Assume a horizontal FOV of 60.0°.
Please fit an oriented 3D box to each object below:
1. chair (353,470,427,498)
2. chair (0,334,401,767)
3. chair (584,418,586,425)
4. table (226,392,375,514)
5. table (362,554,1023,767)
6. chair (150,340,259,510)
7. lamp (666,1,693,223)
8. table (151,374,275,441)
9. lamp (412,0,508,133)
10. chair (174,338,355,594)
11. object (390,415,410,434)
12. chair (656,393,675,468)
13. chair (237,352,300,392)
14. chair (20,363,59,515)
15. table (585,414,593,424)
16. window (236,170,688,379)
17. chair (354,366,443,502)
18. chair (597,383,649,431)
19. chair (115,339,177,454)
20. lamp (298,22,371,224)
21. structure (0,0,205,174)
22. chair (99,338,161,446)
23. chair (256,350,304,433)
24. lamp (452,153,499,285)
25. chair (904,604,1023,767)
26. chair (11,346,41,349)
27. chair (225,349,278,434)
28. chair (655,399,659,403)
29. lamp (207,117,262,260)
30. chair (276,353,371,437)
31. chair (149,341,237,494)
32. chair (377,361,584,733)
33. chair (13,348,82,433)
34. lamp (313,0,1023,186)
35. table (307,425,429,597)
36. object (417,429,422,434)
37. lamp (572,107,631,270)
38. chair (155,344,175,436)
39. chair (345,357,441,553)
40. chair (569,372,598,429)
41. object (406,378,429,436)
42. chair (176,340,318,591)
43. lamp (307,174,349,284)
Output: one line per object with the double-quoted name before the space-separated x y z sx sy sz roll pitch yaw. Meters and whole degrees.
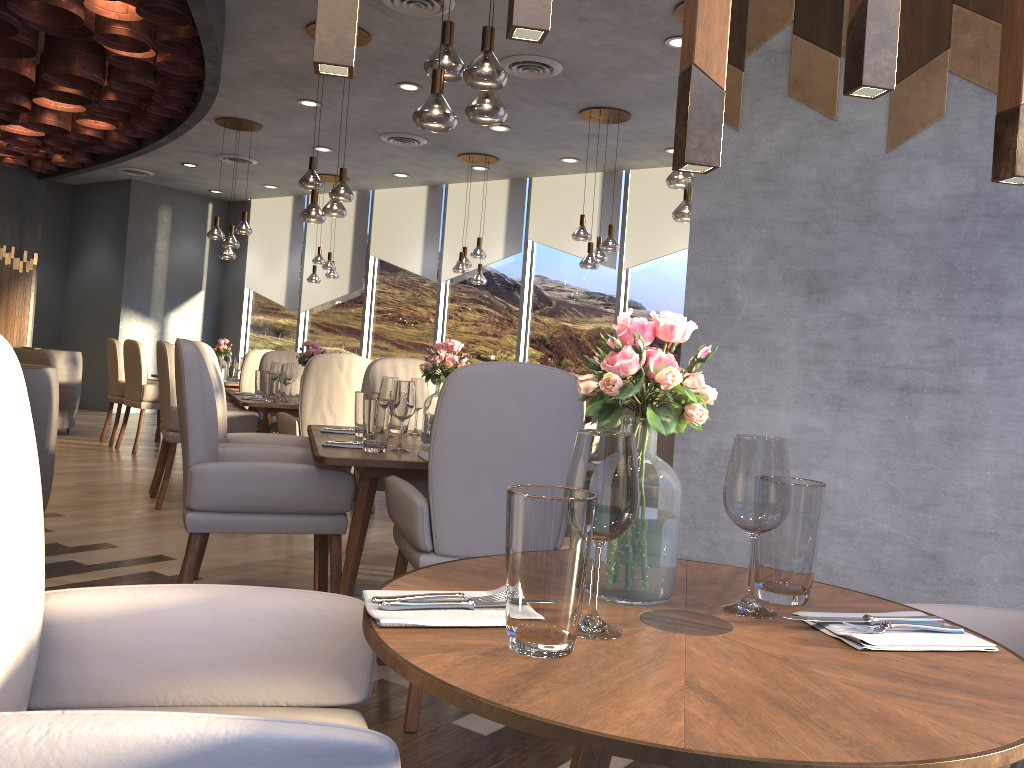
"chair" -0.908 0.309 6.549 0.599 1.001 0.528 5 -1 -24
"chair" -0.449 0.426 1.055 0.599 1.001 0.528 4 -1 -12
"chair" 0.737 0.410 8.023 0.528 1.001 0.599 4 -1 16
"table" -1.429 0.444 6.037 0.964 0.666 1.308 4 0 -22
"table" 0.202 0.641 1.152 0.834 0.662 0.833 4 0 26
"chair" -1.929 0.248 5.546 0.599 1.001 0.528 5 -1 -26
"lamp" 1.138 -1.557 5.264 0.440 1.327 0.439 4 -1 42
"table" -2.892 0.295 8.695 0.963 0.666 1.308 4 0 -38
"lamp" -0.150 -1.626 3.455 0.439 1.327 0.439 4 -1 20
"chair" -0.868 0.365 3.020 0.599 1.001 0.528 4 -1 -19
"object" -0.488 0.124 3.867 0.102 0.178 0.102 4 -1 16
"chair" 0.394 0.455 3.334 0.599 1.001 0.528 4 -1 -12
"chair" -2.545 0.145 9.332 0.599 1.001 0.529 5 -1 -41
"chair" -2.290 0.327 3.792 0.594 0.838 0.775 5 0 -35
"table" 0.548 0.572 7.461 0.833 0.662 0.834 4 0 -5
"window" 1.365 -0.863 5.933 8.056 3.200 16.125 4 1 -10
"chair" -0.706 0.332 6.020 0.599 1.001 0.528 4 -1 -19
"chair" 0.261 0.437 3.884 0.599 1.001 0.528 4 -1 -17
"chair" -3.232 0.113 8.074 0.599 1.001 0.529 5 -1 -43
"lamp" -1.241 -1.747 6.082 0.440 1.327 0.439 4 -1 40
"structure" -3.597 -2.458 6.138 2.752 0.557 9.461 4 1 -25
"chair" -3.596 0.079 8.511 0.599 1.001 0.529 5 -1 -36
"chair" -1.744 0.243 6.812 0.528 1.001 0.600 4 -1 -19
"lamp" -0.407 -1.735 9.407 0.440 1.327 0.439 4 -1 28
"chair" 0.809 0.516 1.298 0.599 1.001 0.528 4 -1 -13
"chair" -5.396 0.011 9.432 0.774 0.838 0.595 4 0 -10
"chair" -2.371 0.178 8.042 0.527 1.001 0.600 5 -1 -41
"chair" 0.828 0.468 4.649 0.528 1.001 0.599 4 -1 12
"lamp" -2.740 -1.899 8.717 0.439 1.327 0.439 5 -1 -16
"chair" -1.108 0.314 5.269 0.528 1.001 0.600 5 -1 -24
"chair" -2.152 0.223 6.070 0.599 1.001 0.528 4 -1 -19
"chair" -0.098 0.428 2.655 0.528 1.001 0.600 4 -1 -17
"chair" -4.651 0.075 8.874 0.595 0.838 0.774 4 0 -5
"lamp" 0.322 -1.256 1.219 1.160 1.932 0.118 4 -1 -10
"table" -0.315 0.566 3.440 0.964 0.666 1.307 4 0 -14
"object" -0.347 0.213 3.943 0.157 0.019 0.255 4 1 -10
"lamp" 0.739 -1.621 7.509 0.440 1.327 0.439 4 -1 37
"chair" -3.421 0.080 9.341 0.527 1.001 0.600 5 -1 -36
"chair" -0.526 0.372 4.253 0.528 1.001 0.600 4 -1 -12
"chair" 0.391 0.401 6.915 0.528 1.001 0.599 4 -1 16
"object" -0.406 0.098 3.793 0.092 0.244 0.092 4 -1 38
"chair" -1.023 0.345 3.568 0.599 1.001 0.528 4 -1 -11
"lamp" -2.302 -1.901 11.018 0.440 1.327 0.439 4 -1 34
